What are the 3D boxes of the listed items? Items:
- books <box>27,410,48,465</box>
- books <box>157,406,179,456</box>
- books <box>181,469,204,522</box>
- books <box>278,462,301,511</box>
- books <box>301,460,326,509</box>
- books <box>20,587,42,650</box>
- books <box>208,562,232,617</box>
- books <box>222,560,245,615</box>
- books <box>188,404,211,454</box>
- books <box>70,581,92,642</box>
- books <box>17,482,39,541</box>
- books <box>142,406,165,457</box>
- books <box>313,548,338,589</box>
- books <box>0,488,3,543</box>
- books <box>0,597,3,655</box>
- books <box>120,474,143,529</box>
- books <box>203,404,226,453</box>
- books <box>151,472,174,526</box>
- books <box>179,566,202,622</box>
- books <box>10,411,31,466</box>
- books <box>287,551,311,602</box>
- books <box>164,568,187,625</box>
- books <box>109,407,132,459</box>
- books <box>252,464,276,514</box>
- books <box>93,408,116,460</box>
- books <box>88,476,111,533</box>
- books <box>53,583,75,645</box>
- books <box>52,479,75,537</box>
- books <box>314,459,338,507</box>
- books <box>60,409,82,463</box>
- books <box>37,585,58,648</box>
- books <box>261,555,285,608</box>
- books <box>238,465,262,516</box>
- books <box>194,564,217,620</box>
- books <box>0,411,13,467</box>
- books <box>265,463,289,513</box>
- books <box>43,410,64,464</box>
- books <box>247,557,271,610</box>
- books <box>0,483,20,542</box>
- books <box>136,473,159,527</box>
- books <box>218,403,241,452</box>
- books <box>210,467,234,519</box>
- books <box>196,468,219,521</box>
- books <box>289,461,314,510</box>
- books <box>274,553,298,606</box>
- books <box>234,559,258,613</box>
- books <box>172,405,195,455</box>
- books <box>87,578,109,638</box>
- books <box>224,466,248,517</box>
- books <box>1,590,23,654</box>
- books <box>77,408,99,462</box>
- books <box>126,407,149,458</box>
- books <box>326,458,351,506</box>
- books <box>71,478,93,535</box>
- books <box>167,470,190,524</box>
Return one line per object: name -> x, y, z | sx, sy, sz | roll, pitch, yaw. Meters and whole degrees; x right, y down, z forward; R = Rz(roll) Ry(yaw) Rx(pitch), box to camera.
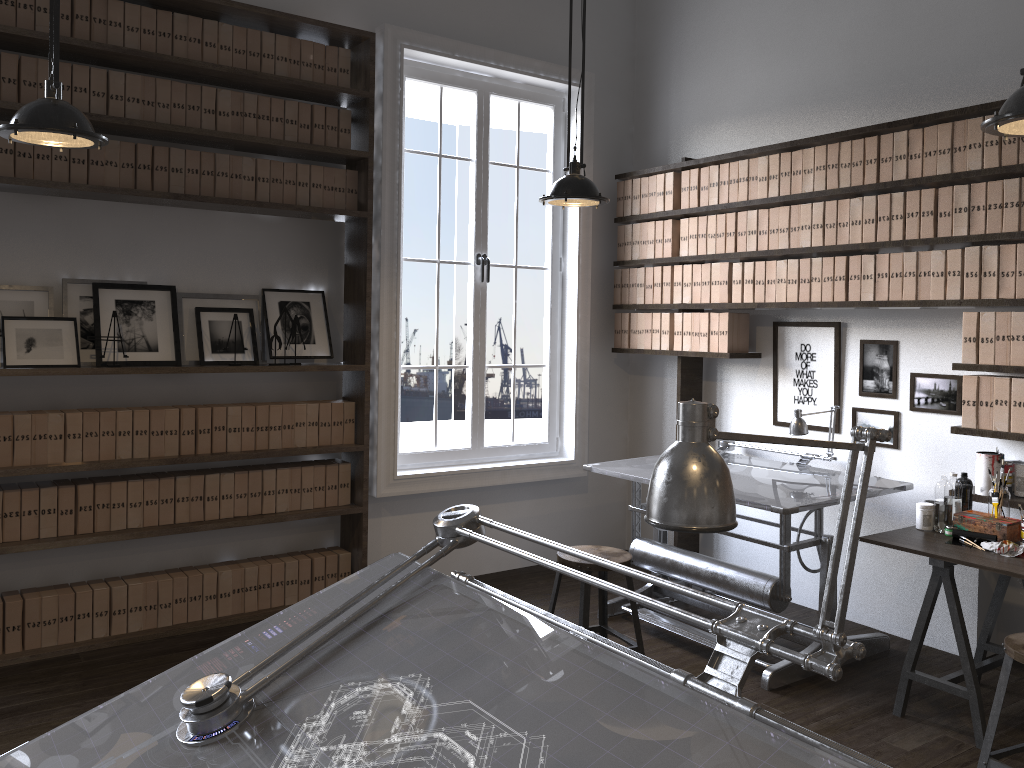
books -> -2.108, 0.237, 3.929 | 0.066, 0.225, 0.175 | 0, 2, -35
books -> -1.655, 0.224, 4.247 | 0.066, 0.225, 0.175 | 0, 2, -35
books -> -1.559, 0.544, 4.317 | 0.067, 0.225, 0.175 | 0, 2, -35
books -> -1.162, 0.532, 4.603 | 0.066, 0.225, 0.175 | 0, 2, -35
books -> -1.052, 0.529, 4.681 | 0.066, 0.225, 0.175 | 0, 2, -35
books -> -2.137, 1.040, 3.932 | 0.066, 0.225, 0.175 | 0, 2, -35
books -> -1.454, 1.022, 4.408 | 0.066, 0.225, 0.175 | 0, 2, -35
books -> -1.403, 1.020, 4.445 | 0.066, 0.225, 0.175 | 0, 2, -35
books -> -1.531, 0.221, 4.331 | 0.067, 0.225, 0.175 | 0, 2, -35
books -> -1.969, 1.036, 4.042 | 0.066, 0.225, 0.175 | 0, 2, -35
books -> -2.141, 0.559, 3.916 | 0.066, 0.225, 0.174 | 0, 2, -35
books -> -1.704, 0.226, 4.207 | 0.067, 0.225, 0.175 | 0, 2, -35
books -> -0.999, 1.009, 4.732 | 0.066, 0.225, 0.175 | 0, 2, -35
books -> -2.251, 0.563, 3.831 | 0.067, 0.225, 0.175 | 0, 2, -35
books -> -2.259, 1.044, 3.846 | 0.066, 0.225, 0.175 | 0, 2, -35
books -> -1.788, 0.550, 4.160 | 0.066, 0.225, 0.174 | 0, 2, -35
books -> -1.472, 0.219, 4.378 | 0.066, 0.225, 0.175 | 0, 2, -35
books -> -1.675, 0.546, 4.242 | 0.066, 0.225, 0.175 | 0, 2, -35
books -> -1.572, 1.025, 4.327 | 0.066, 0.225, 0.175 | 0, 2, -35
books -> -2.160, 0.239, 3.887 | 0.067, 0.225, 0.175 | 0, 2, -35
books -> -1.121, 1.012, 4.646 | 0.066, 0.225, 0.175 | 0, 2, -35
books -> -1.630, 1.026, 4.288 | 0.066, 0.225, 0.174 | 0, 2, -35
books -> -1.825, 0.229, 4.127 | 0.066, 0.225, 0.174 | 0, 2, -35
books -> -1.270, 0.535, 4.522 | 0.067, 0.225, 0.175 | 0, 2, -35
books -> -1.884, 0.230, 4.090 | 0.066, 0.225, 0.174 | 0, 2, -35
books -> -1.903, 0.553, 4.084 | 0.066, 0.225, 0.175 | 0, 2, -35
books -> -2.028, 1.038, 4.000 | 0.067, 0.225, 0.175 | 0, 2, -35
books -> -2.025, 0.556, 3.998 | 0.066, 0.225, 0.175 | 0, 2, -35
books -> -0.994, 0.527, 4.722 | 0.066, 0.225, 0.174 | 0, 2, -35
books -> -1.995, 0.234, 4.004 | 0.067, 0.225, 0.175 | 0, 2, -35
books -> -2.082, 1.039, 3.967 | 0.066, 0.225, 0.175 | 0, 2, -35
books -> -1.236, 1.015, 4.564 | 0.066, 0.225, 0.174 | 0, 2, -35
books -> -1.330, 0.537, 4.485 | 0.066, 0.225, 0.175 | 0, 2, -35
books -> -1.512, 1.023, 4.364 | 0.067, 0.225, 0.175 | 0, 2, -35
books -> -2.218, 0.240, 3.853 | 0.066, 0.225, 0.175 | 0, 2, -35
books -> -1.212, 0.534, 4.565 | 0.066, 0.225, 0.175 | 0, 2, -35
books -> -2.056, 0.235, 3.964 | 0.066, 0.225, 0.175 | 0, 2, -35
books -> -1.294, 1.017, 4.523 | 0.066, 0.225, 0.175 | 0, 2, -35
books -> -2.199, 0.561, 3.875 | 0.066, 0.225, 0.175 | 0, 2, -35
books -> -1.734, 0.548, 4.204 | 0.066, 0.225, 0.174 | 0, 2, -35
books -> -1.412, 0.217, 4.415 | 0.066, 0.225, 0.174 | 0, 2, -35
books -> -1.443, 0.540, 4.403 | 0.066, 0.225, 0.174 | 0, 2, -35
books -> -1.500, 0.542, 4.359 | 0.066, 0.225, 0.175 | 0, 2, -35
books -> -1.104, 0.531, 4.637 | 0.067, 0.225, 0.175 | 0, 2, -35
books -> -1.176, 1.014, 4.601 | 0.066, 0.225, 0.174 | 0, 2, -35
books -> -1.346, 1.019, 4.480 | 0.067, 0.225, 0.175 | 0, 2, -35
books -> -1.594, 0.222, 4.293 | 0.066, 0.225, 0.175 | 0, 2, -35
books -> -1.911, 1.034, 4.086 | 0.066, 0.225, 0.174 | 0, 2, -35
books -> -1.388, 0.538, 4.446 | 0.066, 0.225, 0.174 | 0, 2, -35
books -> -2.194, 1.042, 3.885 | 0.067, 0.225, 0.175 | 0, 2, -35
books -> -1.940, 0.232, 4.048 | 0.066, 0.225, 0.175 | 0, 2, -35
books -> -1.764, 0.227, 4.165 | 0.066, 0.225, 0.175 | 0, 2, -35
books -> -0.934, 0.526, 4.759 | 0.066, 0.225, 0.174 | 0, 2, -35
books -> -1.961, 0.555, 4.036 | 0.067, 0.225, 0.175 | 0, 2, -35
books -> -1.614, 0.545, 4.284 | 0.066, 0.225, 0.175 | 0, 2, -35
